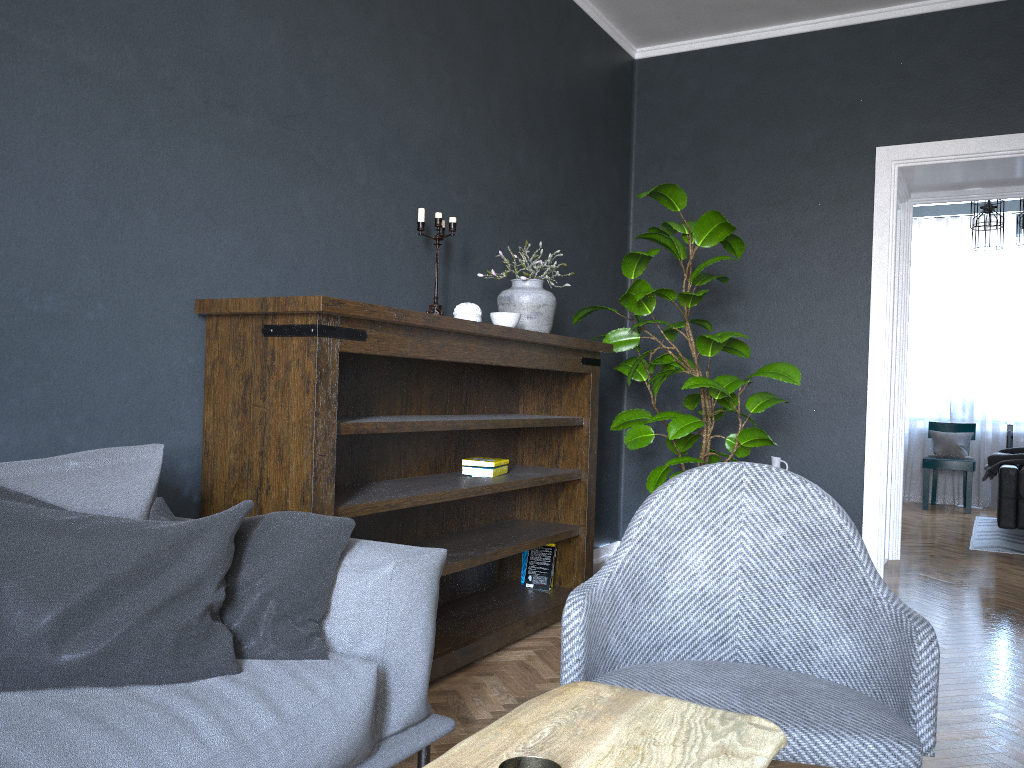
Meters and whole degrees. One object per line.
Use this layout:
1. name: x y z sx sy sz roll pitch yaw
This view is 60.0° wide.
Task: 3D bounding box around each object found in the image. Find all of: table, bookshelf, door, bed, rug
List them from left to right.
1. bookshelf: -0.231 0.382 3.168 0.451 1.172 1.919 2 0 29
2. table: 0.015 0.680 0.841 0.339 0.550 0.788 2 0 29
3. door: 2.097 -0.033 5.057 0.162 2.187 0.857 2 0 29
4. rug: 4.172 1.145 6.456 1.458 0.013 2.045 2 -1 29
5. bed: 4.658 0.579 6.234 2.374 1.162 2.266 2 0 29

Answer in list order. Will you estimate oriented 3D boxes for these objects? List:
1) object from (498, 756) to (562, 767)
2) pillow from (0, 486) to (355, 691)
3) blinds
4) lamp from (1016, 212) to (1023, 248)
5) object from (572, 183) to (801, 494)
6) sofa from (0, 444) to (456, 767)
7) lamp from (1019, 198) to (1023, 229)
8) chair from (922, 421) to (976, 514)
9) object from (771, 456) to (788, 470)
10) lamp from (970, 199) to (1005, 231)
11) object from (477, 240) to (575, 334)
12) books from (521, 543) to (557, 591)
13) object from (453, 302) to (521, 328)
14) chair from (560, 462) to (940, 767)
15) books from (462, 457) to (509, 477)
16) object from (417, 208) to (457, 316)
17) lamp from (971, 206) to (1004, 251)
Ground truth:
1. object: -0.064 0.386 0.734 0.103 0.033 0.369 2 -1 39
2. pillow: -0.694 0.360 1.705 0.798 0.362 0.442 2 0 -43
3. blinds: 4.777 -0.218 8.310 3.991 2.789 0.312 2 0 29
4. lamp: 4.177 -1.477 7.102 0.210 0.747 0.210 2 0 42
5. object: 0.766 0.066 4.068 1.118 1.899 0.764 2 0 23
6. sofa: -1.046 0.522 1.186 0.970 0.798 2.340 2 0 28
7. lamp: 3.706 -1.489 6.234 0.210 0.769 0.210 2 0 42
8. chair: 4.058 0.758 8.223 0.435 0.798 0.592 2 0 29
9. object: 1.284 0.508 4.639 0.229 0.268 0.228 2 0 -28
10. lamp: 3.568 -1.523 6.641 0.210 0.714 0.210 2 0 42
11. object: 0.057 -0.396 3.626 0.385 0.412 0.275 2 0 7
12. books: 0.121 0.803 3.909 0.179 0.193 0.122 2 0 32
13. object: -0.093 -0.250 3.323 0.255 0.104 0.118 2 0 -6
14. chair: 0.418 0.568 1.684 0.645 0.811 0.495 2 0 7
15. books: -0.087 0.353 3.497 0.174 0.113 0.197 2 0 18
16. object: -0.292 -0.424 3.257 0.130 0.437 0.145 2 0 -25
17. lamp: 3.756 -1.463 6.981 0.210 0.804 0.210 2 0 42
